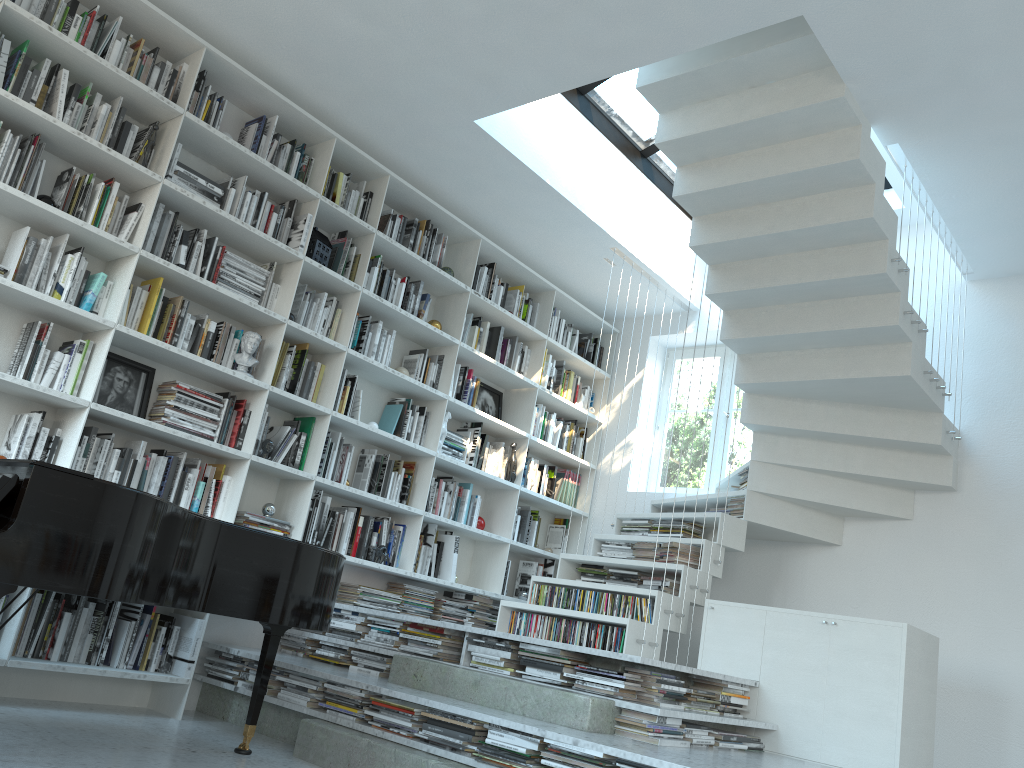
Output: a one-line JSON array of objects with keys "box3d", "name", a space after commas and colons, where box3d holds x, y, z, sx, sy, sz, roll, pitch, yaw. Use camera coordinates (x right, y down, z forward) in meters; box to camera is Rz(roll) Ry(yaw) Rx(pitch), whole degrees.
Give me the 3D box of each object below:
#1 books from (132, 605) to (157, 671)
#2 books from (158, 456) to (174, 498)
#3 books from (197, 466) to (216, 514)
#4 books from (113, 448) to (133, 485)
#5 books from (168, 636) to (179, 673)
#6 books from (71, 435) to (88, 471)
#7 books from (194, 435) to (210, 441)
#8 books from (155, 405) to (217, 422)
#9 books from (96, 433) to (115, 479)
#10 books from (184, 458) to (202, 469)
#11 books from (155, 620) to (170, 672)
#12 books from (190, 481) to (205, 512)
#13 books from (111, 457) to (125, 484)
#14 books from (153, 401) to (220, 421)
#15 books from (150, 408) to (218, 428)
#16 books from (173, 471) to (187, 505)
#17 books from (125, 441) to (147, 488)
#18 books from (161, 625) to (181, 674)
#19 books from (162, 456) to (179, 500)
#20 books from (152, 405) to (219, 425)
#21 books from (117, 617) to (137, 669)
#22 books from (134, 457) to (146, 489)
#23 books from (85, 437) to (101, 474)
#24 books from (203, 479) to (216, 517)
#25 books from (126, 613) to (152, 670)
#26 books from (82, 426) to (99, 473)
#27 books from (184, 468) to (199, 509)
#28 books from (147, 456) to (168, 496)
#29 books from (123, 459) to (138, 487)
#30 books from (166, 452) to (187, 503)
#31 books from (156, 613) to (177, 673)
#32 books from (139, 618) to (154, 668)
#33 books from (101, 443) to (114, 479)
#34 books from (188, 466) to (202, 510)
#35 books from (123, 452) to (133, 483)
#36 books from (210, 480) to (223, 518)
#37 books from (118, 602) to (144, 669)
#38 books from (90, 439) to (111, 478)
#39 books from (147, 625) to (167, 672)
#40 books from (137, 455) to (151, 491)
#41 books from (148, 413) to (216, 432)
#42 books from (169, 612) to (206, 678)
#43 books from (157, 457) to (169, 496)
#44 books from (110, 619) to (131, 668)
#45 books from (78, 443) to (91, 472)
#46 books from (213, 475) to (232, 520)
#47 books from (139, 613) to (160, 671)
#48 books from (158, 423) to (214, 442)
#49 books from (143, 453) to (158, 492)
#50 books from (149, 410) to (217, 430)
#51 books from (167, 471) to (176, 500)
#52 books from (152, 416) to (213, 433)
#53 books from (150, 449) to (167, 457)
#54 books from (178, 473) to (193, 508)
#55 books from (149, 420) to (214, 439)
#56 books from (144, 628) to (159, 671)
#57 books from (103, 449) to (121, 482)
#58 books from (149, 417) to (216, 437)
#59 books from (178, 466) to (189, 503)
[{"box3d": [-1.757, 1.166, 4.158, 0.186, 0.316, 0.013, -3, -21, 40], "name": "books"}, {"box3d": [-1.715, 0.473, 4.273, 0.181, 0.260, 0.010, -3, -21, 40], "name": "books"}, {"box3d": [-1.575, 0.542, 4.437, 0.175, 0.271, 0.026, -3, -21, 40], "name": "books"}, {"box3d": [-1.844, 0.414, 4.113, 0.166, 0.237, 0.029, -3, -21, 40], "name": "books"}, {"box3d": [-1.676, 1.287, 4.275, 0.148, 0.181, 0.023, -3, -21, 40], "name": "books"}, {"box3d": [-1.977, 0.344, 3.957, 0.167, 0.233, 0.027, -3, -21, 40], "name": "books"}, {"box3d": [-1.645, 0.250, 4.381, 0.161, 0.012, 0.255, -4, -22, 42], "name": "books"}, {"box3d": [-1.620, 0.149, 4.406, 0.161, 0.012, 0.255, -1, -20, 35], "name": "books"}, {"box3d": [-1.899, 0.362, 4.052, 0.166, 0.281, 0.013, -3, -21, 40], "name": "books"}, {"box3d": [-1.619, 0.510, 4.394, 0.137, 0.293, 0.014, -3, -21, 40], "name": "books"}, {"box3d": [-1.715, 1.244, 4.234, 0.162, 0.227, 0.028, -3, -21, 40], "name": "books"}, {"box3d": [-1.596, 0.572, 4.392, 0.169, 0.182, 0.023, -3, -21, 40], "name": "books"}, {"box3d": [-1.861, 0.429, 4.080, 0.174, 0.183, 0.029, -3, -21, 40], "name": "books"}, {"box3d": [-1.617, 0.138, 4.409, 0.159, 0.012, 0.286, -6, -23, 45], "name": "books"}, {"box3d": [-1.630, 0.172, 4.404, 0.159, 0.012, 0.286, -4, -22, 42], "name": "books"}, {"box3d": [-1.668, 0.524, 4.319, 0.183, 0.206, 0.024, -3, -21, 40], "name": "books"}, {"box3d": [-1.807, 0.410, 4.173, 0.152, 0.291, 0.026, -3, -21, 40], "name": "books"}, {"box3d": [-1.679, 1.261, 4.253, 0.191, 0.217, 0.029, -3, -21, 40], "name": "books"}, {"box3d": [-1.698, 0.478, 4.283, 0.161, 0.263, 0.028, -3, -21, 40], "name": "books"}, {"box3d": [-1.622, 0.160, 4.402, 0.159, 0.012, 0.286, -6, -23, 45], "name": "books"}, {"box3d": [-1.817, 1.191, 4.092, 0.170, 0.209, 0.029, -3, -21, 40], "name": "books"}, {"box3d": [-1.805, 0.452, 4.187, 0.140, 0.220, 0.025, -3, -21, 40], "name": "books"}, {"box3d": [-1.946, 0.364, 4.028, 0.132, 0.247, 0.024, -3, -21, 40], "name": "books"}, {"box3d": [-1.551, 0.581, 4.446, 0.169, 0.211, 0.043, -3, -21, 40], "name": "books"}, {"box3d": [-1.777, 1.187, 4.126, 0.187, 0.250, 0.044, -3, -21, 40], "name": "books"}, {"box3d": [-1.962, 0.336, 4.020, 0.140, 0.289, 0.027, -3, -21, 40], "name": "books"}, {"box3d": [-1.627, 0.531, 4.365, 0.175, 0.234, 0.023, -3, -21, 40], "name": "books"}, {"box3d": [-1.738, 0.466, 4.236, 0.191, 0.244, 0.026, -3, -21, 40], "name": "books"}, {"box3d": [-1.821, 0.446, 4.134, 0.165, 0.196, 0.023, -3, -21, 40], "name": "books"}, {"box3d": [-1.673, 0.476, 4.319, 0.178, 0.295, 0.012, -3, -21, 40], "name": "books"}, {"box3d": [-1.693, 1.236, 4.247, 0.176, 0.255, 0.013, -3, -21, 40], "name": "books"}, {"box3d": [-1.769, 1.210, 4.177, 0.140, 0.238, 0.028, -3, -21, 40], "name": "books"}, {"box3d": [-1.906, 0.386, 4.071, 0.141, 0.243, 0.021, -3, -21, 40], "name": "books"}, {"box3d": [-1.619, 0.533, 4.404, 0.145, 0.255, 0.014, -3, -21, 40], "name": "books"}, {"box3d": [-1.839, 0.425, 4.133, 0.139, 0.229, 0.013, -3, -21, 40], "name": "books"}, {"box3d": [-1.535, 0.588, 4.466, 0.166, 0.216, 0.011, -3, -21, 40], "name": "books"}, {"box3d": [-1.798, 1.159, 4.118, 0.184, 0.292, 0.011, -3, -21, 40], "name": "books"}, {"box3d": [-1.917, 0.373, 4.035, 0.179, 0.245, 0.027, -3, -21, 40], "name": "books"}, {"box3d": [-1.723, 1.245, 4.206, 0.191, 0.204, 0.022, -3, -21, 40], "name": "books"}, {"box3d": [-1.781, 0.453, 4.204, 0.159, 0.236, 0.031, -3, -21, 40], "name": "books"}, {"box3d": [-1.638, 0.194, 4.401, 0.159, 0.012, 0.286, -3, -21, 40], "name": "books"}, {"box3d": [-1.597, 1.253, 4.264, 0.277, 0.268, 0.038, -3, -21, 40], "name": "books"}, {"box3d": [-1.731, 0.475, 4.271, 0.158, 0.251, 0.011, -3, -21, 40], "name": "books"}, {"box3d": [-1.826, 1.186, 4.074, 0.180, 0.205, 0.010, -3, -21, 40], "name": "books"}, {"box3d": [-1.972, 0.365, 3.980, 0.170, 0.207, 0.024, -3, -21, 40], "name": "books"}, {"box3d": [-1.508, 0.585, 4.491, 0.176, 0.245, 0.033, -3, -21, 40], "name": "books"}, {"box3d": [-1.744, 1.207, 4.184, 0.171, 0.257, 0.011, -3, -21, 40], "name": "books"}, {"box3d": [-1.637, 0.239, 4.380, 0.159, 0.012, 0.286, -1, -20, 35], "name": "books"}, {"box3d": [-1.774, 0.455, 4.236, 0.136, 0.254, 0.025, -3, -21, 40], "name": "books"}, {"box3d": [-1.634, 0.183, 4.402, 0.159, 0.012, 0.286, -4, -22, 41], "name": "books"}, {"box3d": [-1.700, 0.515, 4.301, 0.128, 0.202, 0.021, -3, -21, 40], "name": "books"}, {"box3d": [-1.631, 0.205, 4.390, 0.161, 0.012, 0.255, -1, -20, 35], "name": "books"}, {"box3d": [-1.741, 0.455, 4.271, 0.134, 0.285, 0.014, -3, -21, 40], "name": "books"}, {"box3d": [-1.644, 0.538, 4.345, 0.167, 0.204, 0.024, -3, -21, 40], "name": "books"}, {"box3d": [-1.642, 0.228, 4.389, 0.159, 0.012, 0.286, -3, -21, 39], "name": "books"}, {"box3d": [-1.747, 1.245, 4.194, 0.155, 0.190, 0.024, -3, -21, 40], "name": "books"}, {"box3d": [-1.877, 0.405, 4.069, 0.174, 0.217, 0.023, -3, -21, 40], "name": "books"}, {"box3d": [-1.633, 0.216, 4.386, 0.159, 0.012, 0.286, -6, -23, 45], "name": "books"}, {"box3d": [-1.662, 0.518, 4.343, 0.154, 0.234, 0.014, -3, -21, 40], "name": "books"}]
